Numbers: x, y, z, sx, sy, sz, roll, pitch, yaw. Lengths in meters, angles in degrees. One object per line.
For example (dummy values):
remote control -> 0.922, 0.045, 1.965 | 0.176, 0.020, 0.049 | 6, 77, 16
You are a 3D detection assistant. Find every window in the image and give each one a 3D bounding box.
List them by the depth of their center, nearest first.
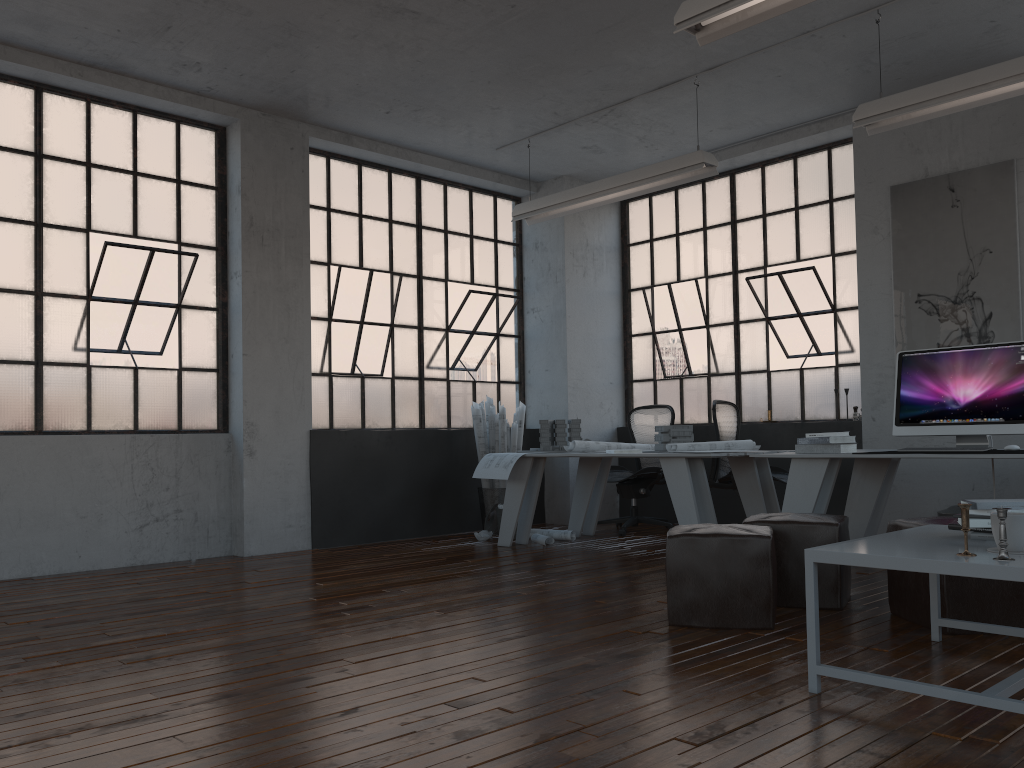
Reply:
window -> -3.056, -0.807, 5.723 | 2.457, 2.257, 0.670 | 2, -3, -43
window -> -0.812, -0.720, 7.830 | 2.591, 2.388, 0.670 | 2, -3, -43
window -> 1.995, -0.770, 7.895 | 0.670, 2.388, 2.593 | 1, -3, -43

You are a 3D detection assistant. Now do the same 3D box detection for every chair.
chair -> 1.858, 0.654, 6.802 | 0.792, 1.084, 0.771 | -2, -3, 16
chair -> 1.062, 0.715, 7.552 | 0.771, 1.084, 0.792 | -3, -3, 41

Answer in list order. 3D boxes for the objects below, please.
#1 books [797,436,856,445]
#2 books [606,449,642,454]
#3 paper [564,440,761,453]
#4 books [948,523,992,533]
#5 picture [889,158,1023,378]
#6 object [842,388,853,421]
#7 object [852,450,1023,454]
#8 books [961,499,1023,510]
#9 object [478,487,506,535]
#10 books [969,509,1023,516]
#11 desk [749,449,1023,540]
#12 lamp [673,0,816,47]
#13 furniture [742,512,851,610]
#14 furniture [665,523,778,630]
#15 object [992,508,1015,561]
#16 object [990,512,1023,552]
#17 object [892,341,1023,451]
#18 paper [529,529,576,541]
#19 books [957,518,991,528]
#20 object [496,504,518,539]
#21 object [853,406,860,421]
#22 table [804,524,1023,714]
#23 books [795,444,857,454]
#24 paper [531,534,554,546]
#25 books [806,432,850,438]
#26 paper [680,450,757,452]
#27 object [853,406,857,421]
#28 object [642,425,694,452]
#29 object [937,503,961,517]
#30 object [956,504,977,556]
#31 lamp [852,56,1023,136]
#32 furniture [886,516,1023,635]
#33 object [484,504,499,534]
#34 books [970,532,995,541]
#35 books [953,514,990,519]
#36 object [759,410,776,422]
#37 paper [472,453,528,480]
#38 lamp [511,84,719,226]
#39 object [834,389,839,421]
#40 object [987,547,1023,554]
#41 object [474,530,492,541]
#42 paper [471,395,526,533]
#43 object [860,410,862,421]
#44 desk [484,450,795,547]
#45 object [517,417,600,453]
books -> 1.770, 0.317, 4.994 | 0.193, 0.044, 0.257 | 0, -4, -23
books -> 0.775, 0.466, 6.122 | 0.200, 0.024, 0.235 | -1, -4, -7
paper -> 1.081, 0.450, 6.438 | 0.976, 0.105, 1.076 | 2, -5, -43
books -> 1.647, 0.480, 2.961 | 0.210, 0.025, 0.274 | 0, -4, -23
picture -> 3.105, -0.667, 6.234 | 0.025, 1.648, 0.854 | 1, -3, -43
object -> 2.658, 0.166, 7.030 | 0.085, 0.259, 0.085 | -1, -2, 10
object -> 2.322, 0.354, 4.607 | 0.687, 0.008, 0.849 | 2, -5, -42
books -> 1.615, 0.400, 2.948 | 0.202, 0.026, 0.141 | -2, -4, 17
object -> -0.117, 1.083, 7.600 | 0.354, 0.397, 0.354 | 1, -3, -37
books -> 1.629, 0.422, 2.930 | 0.125, 0.026, 0.185 | 0, -4, -13
desk -> 2.467, 0.705, 4.685 | 1.075, 0.703, 2.079 | 2, -4, -43
lamp -> 1.401, -1.886, 3.257 | 0.202, 0.628, 1.879 | 1, -4, -43
furniture -> 1.387, 0.852, 4.314 | 0.480, 0.439, 0.480 | -2, -3, 25
furniture -> 0.924, 0.840, 3.911 | 0.470, 0.430, 0.471 | -2, -3, 15
object -> 1.369, 0.414, 2.473 | 0.055, 0.153, 0.055 | -2, -2, 23
object -> 1.475, 0.441, 2.652 | 0.101, 0.109, 0.129 | 1, -3, -35
object -> 2.320, 0.071, 4.617 | 0.377, 0.552, 0.715 | 1, -4, -42
paper -> 0.308, 1.204, 7.045 | 0.467, 0.094, 0.113 | -3, -4, 32
books -> 1.647, 0.457, 2.960 | 0.272, 0.031, 0.200 | -2, -4, 22
object -> 0.016, 1.105, 7.227 | 0.290, 0.293, 0.291 | -1, -3, -2
object -> 2.697, 0.231, 6.941 | 0.032, 0.117, 0.058 | 0, -3, -29
table -> 1.614, 0.724, 2.743 | 0.972, 0.444, 0.992 | 2, -4, -43
books -> 1.778, 0.366, 5.019 | 0.200, 0.050, 0.272 | 2, -5, -43
paper -> 0.234, 1.202, 6.847 | 0.083, 0.068, 0.341 | 0, -4, -18
books -> 1.782, 0.287, 5.005 | 0.153, 0.030, 0.185 | 2, -5, -43
paper -> 1.292, 0.430, 5.675 | 0.484, 0.001, 0.429 | 1, -4, -33
object -> 2.711, 0.235, 7.010 | 0.032, 0.117, 0.058 | -1, -2, 8
object -> 1.143, 0.385, 6.275 | 0.389, 0.182, 0.416 | 0, -3, -13
object -> 3.066, 0.968, 6.051 | 0.292, 0.307, 0.293 | 0, -3, -15
object -> 1.317, 0.423, 2.574 | 0.052, 0.148, 0.053 | -1, -2, -3
lamp -> 2.673, -1.627, 4.516 | 0.202, 0.205, 1.879 | 1, -4, -43
furniture -> 1.923, 0.796, 3.746 | 0.503, 0.460, 0.503 | -1, -3, -5
object -> -0.170, 1.124, 7.294 | 0.107, 0.280, 0.293 | -2, -3, 20
books -> 1.661, 0.501, 2.928 | 0.171, 0.028, 0.218 | 2, -5, -43
books -> 1.651, 0.438, 2.952 | 0.200, 0.014, 0.275 | 2, -5, -43
object -> 2.188, 0.275, 7.535 | 0.124, 0.100, 0.124 | 0, -3, -21
paper -> -0.023, 0.610, 6.624 | 0.434, 0.183, 0.440 | 2, -5, -44
lamp -> 0.691, -1.683, 6.629 | 0.202, 0.628, 1.879 | 1, -4, -43
object -> 2.606, 0.172, 7.109 | 0.085, 0.259, 0.085 | -1, -2, 10
object -> 1.488, 0.495, 2.632 | 0.137, 0.003, 0.138 | 0, -4, -22
object -> -0.228, 1.212, 7.086 | 0.135, 0.083, 0.108 | -3, -4, 37
paper -> -0.099, 0.677, 7.656 | 0.412, 1.197, 0.441 | -2, -2, 25
object -> 2.761, 0.240, 6.981 | 0.032, 0.101, 0.058 | -1, -2, -8
desk -> 0.878, 0.836, 6.375 | 1.065, 0.696, 2.058 | 2, -4, -43
object -> 0.411, 0.385, 6.963 | 0.736, 0.305, 0.434 | -1, -3, 2
